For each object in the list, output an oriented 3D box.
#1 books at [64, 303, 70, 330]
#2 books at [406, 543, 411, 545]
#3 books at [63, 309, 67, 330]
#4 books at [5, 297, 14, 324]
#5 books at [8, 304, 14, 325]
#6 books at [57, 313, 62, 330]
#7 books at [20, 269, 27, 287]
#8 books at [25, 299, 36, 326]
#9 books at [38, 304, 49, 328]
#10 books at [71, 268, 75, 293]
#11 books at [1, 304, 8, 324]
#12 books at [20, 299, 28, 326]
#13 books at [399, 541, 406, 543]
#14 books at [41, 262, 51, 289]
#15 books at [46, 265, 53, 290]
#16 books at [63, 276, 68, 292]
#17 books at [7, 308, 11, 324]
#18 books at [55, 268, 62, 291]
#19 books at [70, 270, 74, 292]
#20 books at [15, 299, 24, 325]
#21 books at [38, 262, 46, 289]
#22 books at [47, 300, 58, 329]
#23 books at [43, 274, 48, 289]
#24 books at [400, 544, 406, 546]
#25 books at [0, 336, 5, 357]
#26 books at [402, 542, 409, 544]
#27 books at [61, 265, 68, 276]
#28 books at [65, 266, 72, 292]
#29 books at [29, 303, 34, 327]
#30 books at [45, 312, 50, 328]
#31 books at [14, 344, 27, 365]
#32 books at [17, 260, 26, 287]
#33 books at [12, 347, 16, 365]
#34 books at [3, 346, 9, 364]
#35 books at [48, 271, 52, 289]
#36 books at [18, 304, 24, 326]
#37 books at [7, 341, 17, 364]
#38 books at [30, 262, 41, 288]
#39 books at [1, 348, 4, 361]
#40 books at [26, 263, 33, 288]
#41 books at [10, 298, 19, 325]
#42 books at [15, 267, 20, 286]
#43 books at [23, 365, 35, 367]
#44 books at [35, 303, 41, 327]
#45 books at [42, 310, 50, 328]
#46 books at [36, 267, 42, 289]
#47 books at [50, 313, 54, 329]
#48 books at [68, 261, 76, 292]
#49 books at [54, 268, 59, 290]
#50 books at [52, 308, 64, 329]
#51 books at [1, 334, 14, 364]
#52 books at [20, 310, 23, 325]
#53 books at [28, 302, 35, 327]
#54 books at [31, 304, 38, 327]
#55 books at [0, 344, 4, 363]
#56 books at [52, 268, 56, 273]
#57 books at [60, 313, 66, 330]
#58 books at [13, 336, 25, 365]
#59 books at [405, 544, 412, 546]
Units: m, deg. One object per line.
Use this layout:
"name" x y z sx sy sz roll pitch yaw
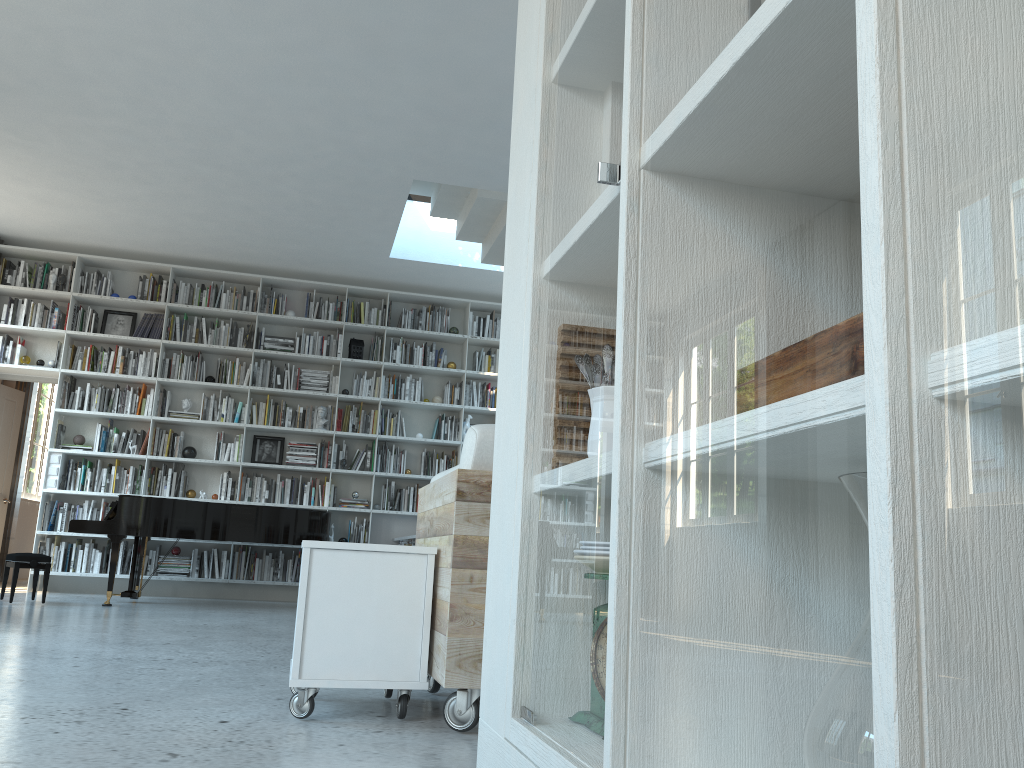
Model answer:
"books" -4.220 -0.607 8.445 0.014 0.293 0.173 5 -11 -13
"books" -0.900 1.484 8.192 0.149 0.013 0.220 5 -12 -10
"books" -4.238 -0.578 8.448 0.014 0.235 0.144 5 -11 -13
"books" -4.719 -0.657 8.335 0.011 0.296 0.163 5 -11 -13
"books" -4.678 -0.622 8.324 0.023 0.228 0.172 5 -11 -13
"books" -4.285 -0.563 8.434 0.029 0.195 0.146 5 -11 -13
"books" -4.602 -0.966 8.397 0.030 0.206 0.176 5 -11 -13
"books" -4.547 -0.638 8.370 0.037 0.291 0.155 5 -11 -13
"books" -4.432 -0.609 8.381 0.030 0.250 0.166 5 -11 -13
"books" -4.166 -0.950 8.481 0.024 0.251 0.235 5 -11 -13
"books" -4.743 -0.621 8.320 0.034 0.217 0.166 5 -11 -13
"books" -4.570 -0.642 8.344 0.021 0.285 0.179 5 -11 -13
"books" -0.982 1.516 8.485 0.171 0.020 0.194 7 -12 -17
"books" -4.450 -1.000 8.466 0.029 0.314 0.129 5 -11 -13
"books" -4.406 -0.977 8.468 0.013 0.274 0.158 5 -11 -13
"books" -4.261 -0.919 8.490 0.028 0.184 0.168 5 -11 -13
"books" -4.707 -0.602 8.341 0.024 0.192 0.138 5 -11 -13
"books" -4.320 -0.962 8.479 0.027 0.258 0.147 5 -11 -13
"books" -4.199 -0.949 8.512 0.025 0.259 0.138 5 -11 -13
"books" -4.633 -0.643 8.357 0.028 0.287 0.133 5 -11 -13
"books" -4.468 -0.999 8.450 0.014 0.303 0.146 5 -11 -13
"books" -4.356 -0.627 8.405 0.012 0.302 0.189 5 -11 -13
"books" -4.425 -0.937 8.449 0.024 0.187 0.159 5 -11 -13
"books" -0.974 1.542 8.482 0.163 0.018 0.290 6 -12 -14
"books" -4.753 -0.292 8.260 0.022 0.281 0.157 5 -11 -13
"books" -0.911 1.469 8.192 0.165 0.015 0.243 7 -12 -17
"books" -4.302 -0.974 8.498 0.013 0.291 0.154 5 -11 -13
"books" -4.234 -0.966 8.505 0.022 0.286 0.175 5 -11 -13
"books" -4.509 -0.615 8.366 0.012 0.248 0.192 5 -11 -13
"books" -4.384 -0.573 8.414 0.029 0.197 0.144 5 -11 -13
"books" -4.584 -0.245 8.273 0.029 0.211 0.187 5 -11 -13
"books" -4.630 -1.005 8.408 0.028 0.283 0.189 5 -11 -13
"books" -4.633 -0.233 8.294 0.029 0.191 0.134 5 -11 -13
"books" -4.685 -0.244 8.259 0.024 0.192 0.181 5 -11 -13
"books" -4.391 -0.952 8.467 0.021 0.226 0.156 5 -11 -13
"books" -4.609 -0.617 8.358 0.024 0.238 0.156 5 -11 -13
"books" -4.647 -0.265 8.253 0.021 0.236 0.189 5 -11 -13
"books" -4.523 -0.994 8.432 0.039 0.282 0.182 5 -11 -13
"books" -4.715 -0.252 8.258 0.011 0.205 0.163 5 -11 -13
"books" -4.567 -0.992 8.404 0.057 0.262 0.191 5 -11 -13
"books" -4.653 -0.647 8.330 0.023 0.282 0.186 5 -11 -13
"books" -4.659 -0.978 8.406 0.024 0.226 0.157 5 -11 -13
"books" -4.433 -0.141 8.311 0.285 0.012 0.160 6 -12 -16
"books" -4.459 -0.617 8.377 0.025 0.260 0.167 5 -11 -13
"books" -4.409 -0.584 8.402 0.028 0.212 0.139 5 -11 -13
"books" -4.494 -0.975 8.454 0.030 0.257 0.130 5 -11 -13
"books" -4.342 -0.563 8.414 0.031 0.182 0.151 5 -11 -13
"books" -4.214 -0.991 8.509 0.014 0.337 0.168 5 -11 -13
"books" -4.344 -0.961 8.476 0.021 0.253 0.179 5 -11 -13
"books" -4.306 -0.587 8.404 0.029 0.228 0.191 5 -11 -13
"books" -4.697 -0.299 8.252 0.013 0.296 0.187 5 -11 -13
"books" -4.591 -0.603 8.349 0.010 0.208 0.165 5 -11 -13
"books" -4.521 -0.626 8.365 0.013 0.268 0.162 5 -11 -13
"books" -4.493 -0.611 8.369 0.021 0.243 0.174 5 -11 -13
"books" -4.736 -0.254 8.275 0.023 0.214 0.141 5 -11 -13
"books" -4.365 -0.960 8.461 0.025 0.243 0.168 5 -11 -13
"books" -4.255 -0.559 8.426 0.026 0.187 0.154 5 -11 -13
"books" -4.606 -0.287 8.289 0.013 0.298 0.179 5 -11 -13
"books" -0.849 1.442 7.911 0.187 0.009 0.261 6 -12 -14
